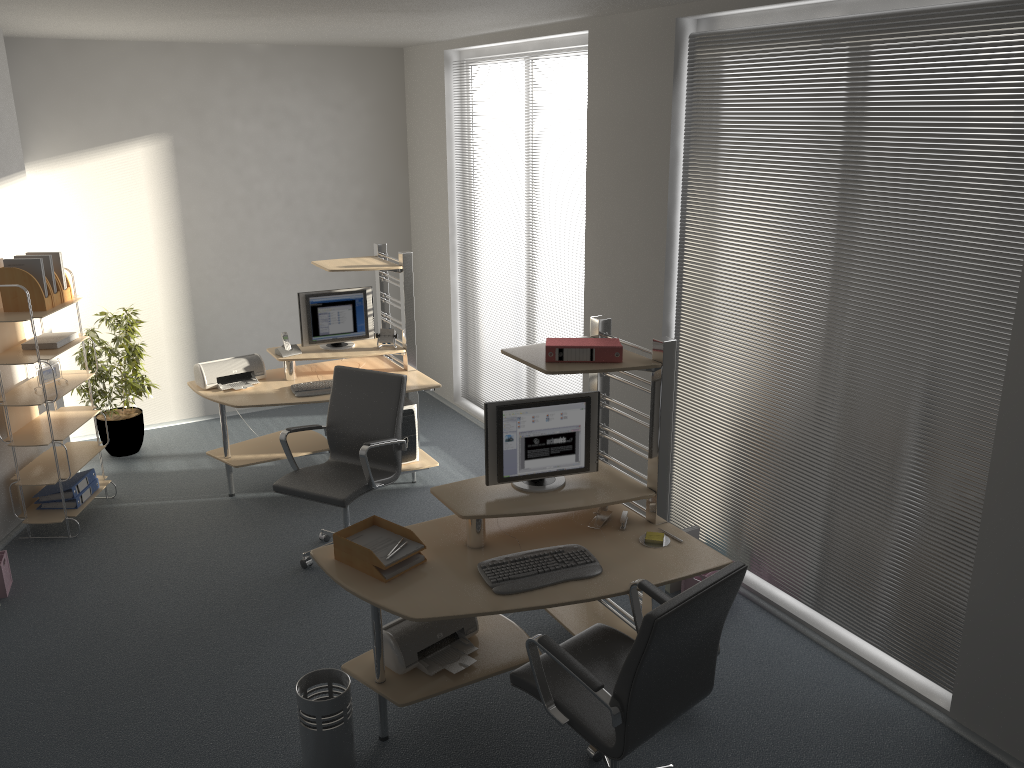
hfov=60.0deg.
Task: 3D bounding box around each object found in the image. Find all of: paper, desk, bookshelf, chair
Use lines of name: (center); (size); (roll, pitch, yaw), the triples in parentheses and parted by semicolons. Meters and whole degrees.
paper: (-0.537, 0.654, 3.603); (0.297, 0.010, 0.210); (13, 22, 38)
desk: (0.023, 0.659, 3.639); (1.469, 1.566, 0.967); (-10, 20, -28)
paper: (-0.537, 0.703, 3.618); (0.297, 0.019, 0.210); (13, 22, 38)
paper: (-2.843, -0.268, 5.466); (0.213, 0.046, 0.297); (-1, 17, -2)
desk: (-1.344, -0.053, 5.970); (1.469, 1.566, 0.967); (-10, 20, -28)
bookshelf: (-2.850, 0.111, 5.484); (0.381, 1.572, 0.724); (-1, 17, -2)
paper: (-2.860, -0.662, 5.456); (0.213, 0.297, 0.045); (0, 17, 1)
paper: (-2.857, -0.588, 5.219); (0.213, 0.297, 0.045); (-2, 17, -4)
paper: (-2.863, -0.625, 5.337); (0.213, 0.297, 0.045); (-1, 17, -1)
chair: (0.386, 1.077, 3.155); (0.584, 1.048, 0.652); (-16, 23, -40)
chair: (-0.954, 0.502, 5.044); (0.584, 1.048, 0.652); (8, 19, 25)

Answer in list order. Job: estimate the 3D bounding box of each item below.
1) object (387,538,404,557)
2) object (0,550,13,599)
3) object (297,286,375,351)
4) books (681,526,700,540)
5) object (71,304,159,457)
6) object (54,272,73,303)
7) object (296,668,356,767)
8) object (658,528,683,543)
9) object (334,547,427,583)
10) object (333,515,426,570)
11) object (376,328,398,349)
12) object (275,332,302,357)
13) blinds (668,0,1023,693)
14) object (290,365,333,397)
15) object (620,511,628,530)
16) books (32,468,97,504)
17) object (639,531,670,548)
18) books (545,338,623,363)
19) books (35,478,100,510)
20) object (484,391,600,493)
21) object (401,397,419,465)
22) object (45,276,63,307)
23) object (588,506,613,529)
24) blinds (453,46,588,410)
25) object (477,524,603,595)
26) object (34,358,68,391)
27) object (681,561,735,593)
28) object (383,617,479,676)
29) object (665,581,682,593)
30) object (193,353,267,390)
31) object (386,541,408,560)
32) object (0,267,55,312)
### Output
object: (-0.468, 0.656, 3.564); (0.008, 0.009, 0.159); (4, 18, 15)
object: (-2.862, 1.049, 4.786); (0.245, 0.202, 0.185); (-7, 18, -20)
object: (-1.231, -0.468, 6.233); (0.516, 0.418, 0.245); (-5, 18, -14)
books: (0.913, 0.931, 4.830); (0.220, 0.306, 0.068); (-10, 20, -27)
object: (-2.947, -0.021, 6.644); (0.544, 1.147, 0.644); (-1, 17, 0)
object: (-2.859, -0.637, 5.443); (0.243, 0.259, 0.113); (0, 17, 1)
object: (-0.729, 1.342, 3.488); (0.208, 0.377, 0.208); (4, 18, 14)
object: (0.677, 0.647, 3.806); (0.011, 0.011, 0.158); (-11, 20, -30)
object: (-0.538, 0.691, 3.615); (0.309, 0.060, 0.225); (13, 22, 38)
object: (-0.538, 0.638, 3.598); (0.309, 0.060, 0.225); (13, 22, 38)
object: (-0.875, -0.320, 6.223); (0.154, 0.135, 0.093); (2, 17, 7)
object: (-1.541, -0.278, 6.081); (0.150, 0.151, 0.119); (-16, 23, -41)
blinds: (1.410, -0.245, 4.180); (0.022, 2.770, 1.950); (-10, 20, -28)
object: (-1.315, -0.034, 6.115); (0.478, 0.082, 0.814); (-7, 18, -20)
object: (0.494, 0.598, 3.916); (0.022, 0.042, 0.134); (3, 18, 12)
books: (-2.842, 0.645, 5.635); (0.263, 0.100, 0.320); (-1, 17, -1)
object: (0.606, 0.653, 3.763); (0.132, 0.026, 0.132); (-10, 20, -28)
books: (0.306, -0.161, 3.812); (0.320, 0.072, 0.262); (0, 17, 3)
books: (-2.831, 0.697, 5.652); (0.262, 0.072, 0.320); (-1, 17, -1)
object: (0.127, 0.238, 3.921); (0.516, 0.418, 0.245); (-3, 17, -7)
object: (-0.844, 0.300, 6.279); (0.199, 0.422, 0.471); (-10, 20, -28)
object: (-2.861, -0.600, 5.324); (0.243, 0.259, 0.113); (-1, 17, -1)
object: (0.393, 0.580, 3.941); (0.054, 0.064, 0.159); (8, 19, 26)
blinds: (0.038, -0.959, 6.516); (0.037, 2.749, 1.950); (-10, 20, -28)
object: (0.011, 0.679, 3.780); (0.478, 0.082, 0.814); (-7, 18, -20)
object: (-2.829, -0.060, 5.422); (0.077, 0.161, 0.192); (5, 18, 16)
object: (1.041, 1.048, 4.688); (0.185, 0.202, 0.245); (15, 23, 41)
object: (-0.311, 1.068, 3.741); (0.351, 0.162, 0.438); (16, 24, 43)
object: (0.907, 0.995, 4.863); (0.245, 0.202, 0.185); (-10, 20, -28)
object: (-1.862, -0.075, 5.948); (0.438, 0.162, 0.351); (-13, 21, -35)
object: (-0.459, 0.665, 3.537); (0.008, 0.009, 0.159); (7, 19, 23)
object: (-2.854, -0.563, 5.206); (0.243, 0.259, 0.113); (-2, 17, -4)
